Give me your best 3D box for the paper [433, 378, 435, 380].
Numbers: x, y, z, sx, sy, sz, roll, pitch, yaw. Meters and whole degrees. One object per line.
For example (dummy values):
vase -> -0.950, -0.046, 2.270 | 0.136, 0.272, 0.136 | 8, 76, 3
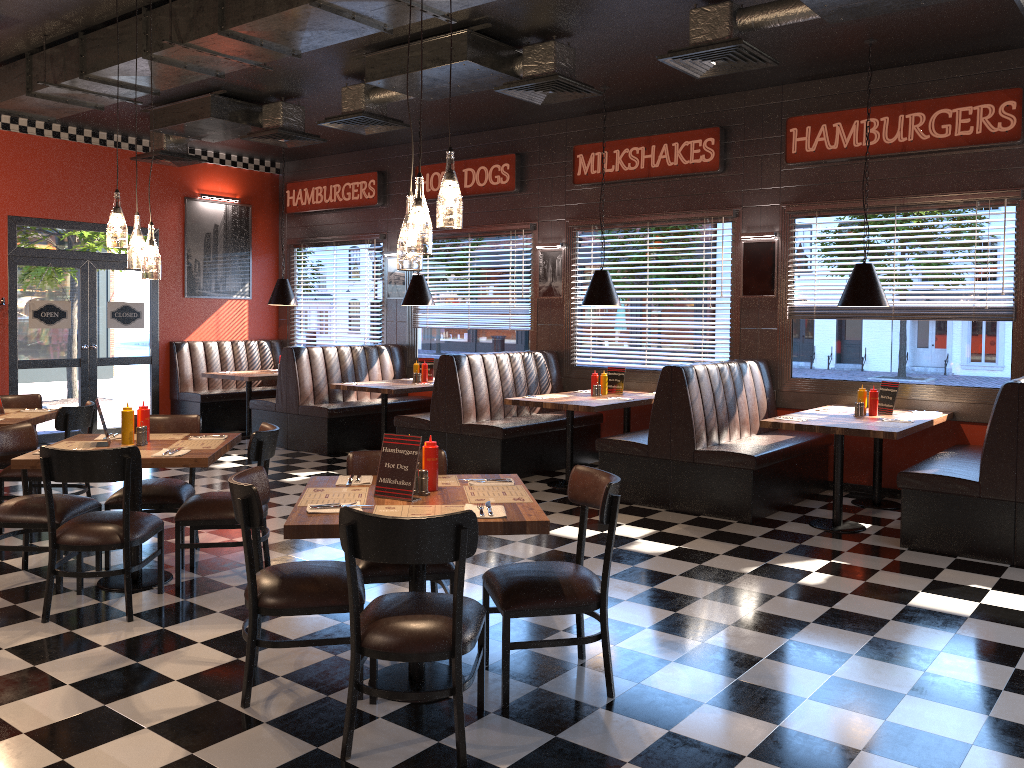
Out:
paper -> -1.011, -0.060, 10.351 | 0.261, 0.001, 0.366 | 4, 5, 36

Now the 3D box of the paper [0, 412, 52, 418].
paper -> -3.497, 0.223, 6.336 | 0.261, 0.001, 0.366 | 0, 4, -8

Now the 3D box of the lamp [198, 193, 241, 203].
lamp -> -3.907, -2.479, 11.828 | 0.081, 0.056, 0.611 | 3, 5, 38

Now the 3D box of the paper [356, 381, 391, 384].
paper -> -1.526, -0.016, 9.716 | 0.261, 0.001, 0.366 | 4, 6, 40

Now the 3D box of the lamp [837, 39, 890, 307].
lamp -> 2.735, -1.621, 6.837 | 0.382, 2.041, 0.382 | 1, 2, -3

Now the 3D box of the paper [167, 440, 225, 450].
paper -> -1.791, 0.344, 5.028 | 0.261, 0.001, 0.366 | 0, 4, -9

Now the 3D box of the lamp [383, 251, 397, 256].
lamp -> -1.476, -1.643, 11.159 | 0.334, 0.056, 0.081 | 4, 5, 38

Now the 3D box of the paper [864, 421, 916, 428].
paper -> 2.720, 0.289, 6.371 | 0.261, 0.001, 0.366 | 4, 6, 40

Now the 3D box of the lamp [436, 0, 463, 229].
lamp -> -0.242, -1.613, 3.556 | 0.108, 1.963, 0.108 | 2, 2, 30

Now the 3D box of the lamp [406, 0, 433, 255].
lamp -> -0.360, -1.498, 3.502 | 0.108, 1.963, 0.108 | 2, 2, 25

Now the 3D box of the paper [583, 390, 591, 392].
paper -> 0.866, 0.070, 8.940 | 0.261, 0.001, 0.366 | 4, 6, 39

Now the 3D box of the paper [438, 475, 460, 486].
paper -> -0.424, 0.438, 4.001 | 0.365, 0.001, 0.261 | 0, 4, -8

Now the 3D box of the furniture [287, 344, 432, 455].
furniture -> -1.712, 0.129, 10.362 | 0.706, 1.152, 1.711 | 3, 4, 38

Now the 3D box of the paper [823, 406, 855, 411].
paper -> 2.774, 0.206, 7.450 | 0.261, 0.001, 0.366 | 4, 5, 36

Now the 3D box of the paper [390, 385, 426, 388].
paper -> -1.055, 0.023, 9.272 | 0.261, 0.001, 0.366 | 4, 6, 39

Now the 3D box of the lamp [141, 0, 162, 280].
lamp -> -2.019, -1.569, 4.953 | 0.108, 1.963, 0.108 | -1, 2, -40

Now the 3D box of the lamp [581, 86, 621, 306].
lamp -> 0.850, -1.755, 8.309 | 0.382, 2.041, 0.382 | 1, 2, 19

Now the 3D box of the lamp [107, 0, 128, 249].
lamp -> -2.185, -1.738, 4.898 | 0.108, 1.963, 0.108 | 1, 2, 10

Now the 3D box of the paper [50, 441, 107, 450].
paper -> -2.425, 0.344, 4.931 | 0.261, 0.001, 0.366 | 0, 4, -6

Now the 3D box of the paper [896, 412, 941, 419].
paper -> 3.197, 0.248, 6.973 | 0.261, 0.001, 0.366 | 4, 6, 39

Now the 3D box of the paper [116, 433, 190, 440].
paper -> -2.152, 0.317, 5.323 | 0.365, 0.001, 0.261 | 0, 4, -9

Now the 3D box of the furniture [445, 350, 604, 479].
furniture -> 0.170, 0.263, 8.892 | 0.706, 1.152, 1.711 | 3, 4, 38

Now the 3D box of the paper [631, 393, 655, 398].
paper -> 1.338, 0.110, 8.498 | 0.261, 0.001, 0.366 | 4, 6, 39

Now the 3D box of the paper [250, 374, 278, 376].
paper -> -2.980, -0.110, 10.711 | 0.261, 0.001, 0.366 | 4, 5, 35

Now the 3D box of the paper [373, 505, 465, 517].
paper -> -0.344, 0.488, 3.365 | 0.365, 0.001, 0.261 | 0, 4, -5

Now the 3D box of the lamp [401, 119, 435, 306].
lamp -> -1.028, -1.890, 9.776 | 0.382, 2.041, 0.382 | 1, 2, 19

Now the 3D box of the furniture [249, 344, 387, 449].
furniture -> -2.268, 0.089, 10.796 | 0.706, 1.152, 1.711 | 3, 4, 38

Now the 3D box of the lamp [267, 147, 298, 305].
lamp -> -2.905, -2.024, 11.242 | 0.382, 2.041, 0.382 | 1, 2, -3

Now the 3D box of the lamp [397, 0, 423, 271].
lamp -> -0.410, -1.448, 3.617 | 0.108, 1.963, 0.108 | 0, 2, -5

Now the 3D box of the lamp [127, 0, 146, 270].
lamp -> -2.124, -1.634, 5.016 | 0.108, 1.963, 0.108 | 0, 2, -10

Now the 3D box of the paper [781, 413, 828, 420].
paper -> 2.253, 0.250, 6.819 | 0.261, 0.001, 0.366 | 4, 6, 40

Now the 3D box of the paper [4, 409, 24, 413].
paper -> -3.862, 0.199, 6.595 | 0.365, 0.001, 0.261 | 0, 4, -9

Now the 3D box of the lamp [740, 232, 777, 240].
lamp -> 2.287, -1.374, 8.221 | 0.334, 0.056, 0.081 | 4, 5, 38

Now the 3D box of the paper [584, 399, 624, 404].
paper -> 0.826, 0.153, 7.861 | 0.261, 0.001, 0.366 | 4, 5, 35

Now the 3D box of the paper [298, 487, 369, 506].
paper -> -0.729, 0.462, 3.649 | 0.261, 0.001, 0.366 | 0, 4, -7

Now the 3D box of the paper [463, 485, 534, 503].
paper -> -0.064, 0.463, 3.735 | 0.261, 0.001, 0.366 | 0, 4, -7

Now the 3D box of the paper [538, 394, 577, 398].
paper -> 0.396, 0.112, 8.332 | 0.261, 0.001, 0.366 | 4, 6, 38

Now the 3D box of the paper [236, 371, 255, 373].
paper -> -3.413, -0.151, 11.180 | 0.261, 0.001, 0.366 | 4, 6, 38

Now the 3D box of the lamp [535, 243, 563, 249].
lamp -> 0.410, -1.508, 9.687 | 0.334, 0.056, 0.081 | 4, 5, 38

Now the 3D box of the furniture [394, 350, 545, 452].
furniture -> -0.386, 0.224, 9.326 | 0.706, 1.152, 1.711 | 3, 4, 38

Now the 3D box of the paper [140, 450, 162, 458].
paper -> -2.047, 0.369, 4.662 | 0.365, 0.001, 0.261 | 0, 4, -8
